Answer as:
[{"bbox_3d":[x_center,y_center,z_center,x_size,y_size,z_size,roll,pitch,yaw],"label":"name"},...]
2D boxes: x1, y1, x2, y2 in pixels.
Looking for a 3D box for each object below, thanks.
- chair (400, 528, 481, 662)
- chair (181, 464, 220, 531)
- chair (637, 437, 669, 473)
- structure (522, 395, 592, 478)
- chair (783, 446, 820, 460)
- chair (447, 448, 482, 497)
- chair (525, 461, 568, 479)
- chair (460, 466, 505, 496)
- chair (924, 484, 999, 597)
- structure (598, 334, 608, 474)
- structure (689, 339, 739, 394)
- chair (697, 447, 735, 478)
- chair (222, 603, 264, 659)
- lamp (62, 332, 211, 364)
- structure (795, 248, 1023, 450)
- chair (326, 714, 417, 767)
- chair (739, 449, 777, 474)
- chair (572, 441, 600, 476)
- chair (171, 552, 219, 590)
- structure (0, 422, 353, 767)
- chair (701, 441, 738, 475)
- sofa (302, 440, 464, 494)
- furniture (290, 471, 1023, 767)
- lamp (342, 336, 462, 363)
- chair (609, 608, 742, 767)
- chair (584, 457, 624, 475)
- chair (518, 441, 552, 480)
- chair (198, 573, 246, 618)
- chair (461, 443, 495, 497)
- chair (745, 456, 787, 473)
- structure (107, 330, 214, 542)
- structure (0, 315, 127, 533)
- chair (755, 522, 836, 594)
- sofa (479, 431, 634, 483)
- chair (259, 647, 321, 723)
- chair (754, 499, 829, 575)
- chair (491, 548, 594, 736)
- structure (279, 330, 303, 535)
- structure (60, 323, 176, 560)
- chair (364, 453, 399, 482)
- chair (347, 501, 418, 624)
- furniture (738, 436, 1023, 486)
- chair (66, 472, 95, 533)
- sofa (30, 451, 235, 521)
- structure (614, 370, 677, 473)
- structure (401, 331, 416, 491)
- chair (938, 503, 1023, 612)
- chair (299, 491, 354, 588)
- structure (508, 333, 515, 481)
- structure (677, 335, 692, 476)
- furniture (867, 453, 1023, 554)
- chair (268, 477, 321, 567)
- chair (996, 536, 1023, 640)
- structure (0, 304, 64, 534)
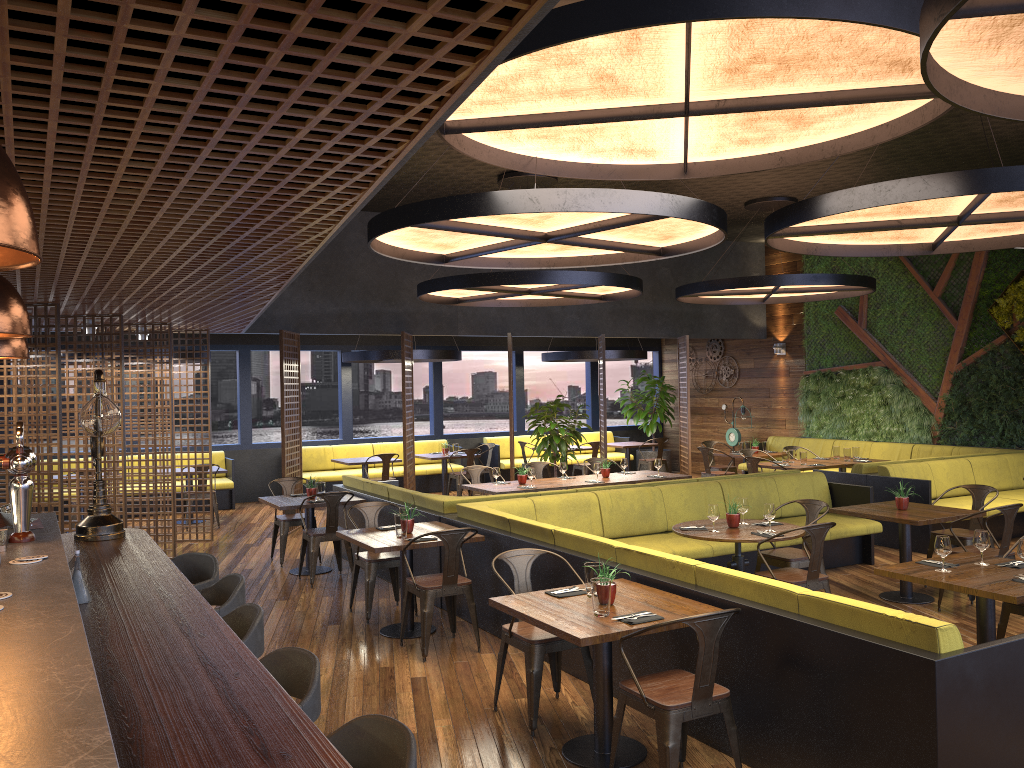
[{"bbox_3d":[-0.517,1.474,6.441,0.504,0.917,0.541,-1,0,-28],"label":"chair"},{"bbox_3d":[-4.366,1.558,12.424,0.504,0.917,0.541,-1,0,-28],"label":"chair"},{"bbox_3d":[2.600,1.428,16.244,0.504,0.917,0.541,-1,0,-28],"label":"chair"},{"bbox_3d":[0.628,1.042,13.263,0.993,1.763,1.166,-1,0,32],"label":"structure"},{"bbox_3d":[4.323,1.390,13.149,0.504,0.917,0.541,-1,0,-28],"label":"chair"},{"bbox_3d":[-0.760,1.491,14.401,0.504,0.917,0.541,-1,0,-28],"label":"chair"},{"bbox_3d":[0.450,1.462,11.300,0.504,0.917,0.541,-1,0,-28],"label":"chair"},{"bbox_3d":[-0.345,1.477,10.864,0.504,0.917,0.541,-1,0,-28],"label":"chair"},{"bbox_3d":[4.086,1.387,8.015,0.541,0.917,0.504,-1,0,-28],"label":"chair"},{"bbox_3d":[1.484,0.558,14.480,0.050,2.700,0.852,-1,0,1],"label":"structure"},{"bbox_3d":[3.995,-0.387,18.181,0.058,1.178,1.791,-1,0,-29],"label":"structure"},{"bbox_3d":[3.154,1.414,13.676,0.541,0.917,0.504,-1,0,-28],"label":"chair"},{"bbox_3d":[-1.196,1.417,3.469,0.483,1.048,0.438,-1,0,33],"label":"chair"},{"bbox_3d":[-5.424,-1.398,12.844,1.979,2.172,1.979,-1,0,-22],"label":"lamp"},{"bbox_3d":[7.327,-0.507,12.002,0.918,4.593,9.182,-1,0,-30],"label":"structure"},{"bbox_3d":[-0.460,1.401,2.182,0.483,1.048,0.438,-1,0,22],"label":"chair"},{"bbox_3d":[3.561,1.404,12.731,0.504,0.917,0.541,-1,0,-28],"label":"chair"},{"bbox_3d":[1.347,1.452,15.557,0.504,0.917,0.541,-1,0,-28],"label":"chair"},{"bbox_3d":[-1.729,1.429,4.558,0.438,1.048,0.483,-1,0,-37],"label":"chair"},{"bbox_3d":[-1.219,0.589,0.687,2.700,2.700,9.298,-1,0,-29],"label":"structure"},{"bbox_3d":[3.433,1.410,14.681,0.504,0.917,0.541,-1,0,-28],"label":"chair"},{"bbox_3d":[-2.393,1.528,15.802,3.061,0.914,0.966,-1,0,-29],"label":"sofa"},{"bbox_3d":[1.678,1.437,7.890,4.895,0.914,7.462,-1,0,-34],"label":"furniture"},{"bbox_3d":[-1.850,-1.465,14.804,1.979,2.172,1.979,-1,0,16],"label":"lamp"},{"bbox_3d":[0.766,1.445,4.068,0.504,0.917,0.541,-1,0,-28],"label":"chair"},{"bbox_3d":[1.240,1.448,11.733,0.504,0.917,0.541,-1,0,-28],"label":"chair"},{"bbox_3d":[0.392,1.471,15.886,0.541,0.917,0.504,-1,0,-28],"label":"chair"},{"bbox_3d":[-1.437,1.423,4.047,0.438,1.048,0.483,-1,0,0],"label":"chair"},{"bbox_3d":[-0.558,1.488,15.296,0.541,0.917,0.504,-1,0,-28],"label":"chair"},{"bbox_3d":[3.389,1.406,11.772,0.541,0.917,0.504,-1,0,-28],"label":"chair"},{"bbox_3d":[-4.512,0.670,11.364,1.319,2.700,0.050,-1,0,1],"label":"structure"},{"bbox_3d":[-4.566,0.667,8.958,1.319,2.700,0.050,-1,0,1],"label":"structure"},{"bbox_3d":[2.040,1.424,6.380,0.504,0.917,0.541,-1,0,-28],"label":"chair"},{"bbox_3d":[0.930,1.467,17.623,3.061,0.914,0.966,-1,0,-29],"label":"sofa"},{"bbox_3d":[-0.818,1.409,2.791,0.438,1.048,0.483,-1,0,-14],"label":"chair"},{"bbox_3d":[2.293,1.420,7.226,0.541,0.917,0.504,-1,0,-28],"label":"chair"},{"bbox_3d":[0.168,1.458,5.160,0.504,0.917,0.541,-1,0,-28],"label":"chair"},{"bbox_3d":[-2.987,0.641,12.029,0.050,2.700,0.852,-1,0,1],"label":"structure"},{"bbox_3d":[-4.539,0.668,10.161,1.319,2.700,0.050,-1,0,1],"label":"structure"},{"bbox_3d":[-2.014,1.514,13.714,0.504,0.917,0.541,-1,0,-28],"label":"chair"},{"bbox_3d":[-1.116,1.487,7.534,0.504,0.917,0.541,-1,0,-28],"label":"chair"},{"bbox_3d":[4.451,1.390,13.166,3.378,0.916,4.755,-1,0,-29],"label":"furniture"},{"bbox_3d":[-5.620,1.581,11.737,0.504,0.917,0.541,-1,0,-28],"label":"chair"},{"bbox_3d":[-5.964,1.595,13.843,3.061,0.914,0.966,-1,0,-29],"label":"sofa"},{"bbox_3d":[2.916,0.794,18.536,1.493,2.184,1.272,-1,0,-29],"label":"structure"},{"bbox_3d":[-1.496,0.613,12.846,0.050,2.700,0.852,-1,0,1],"label":"structure"},{"bbox_3d":[3.786,1.391,7.112,0.504,0.917,0.541,-1,0,-28],"label":"chair"},{"bbox_3d":[-1.838,1.503,8.805,0.504,0.917,0.541,-1,0,-28],"label":"chair"},{"bbox_3d":[-0.006,0.586,13.663,0.050,2.700,0.852,-1,0,1],"label":"structure"},{"bbox_3d":[2.975,0.530,15.298,0.050,2.700,0.852,-1,0,1],"label":"structure"},{"bbox_3d":[6.677,1.341,9.099,3.372,0.914,4.503,-1,0,-29],"label":"furniture"},{"bbox_3d":[-2.427,1.516,9.881,0.504,0.917,0.541,-1,0,-28],"label":"chair"},{"bbox_3d":[3.382,1.396,5.561,0.541,0.917,0.504,-1,0,-28],"label":"chair"},{"bbox_3d":[-4.592,0.666,7.754,1.319,2.700,0.050,-1,0,1],"label":"structure"}]
